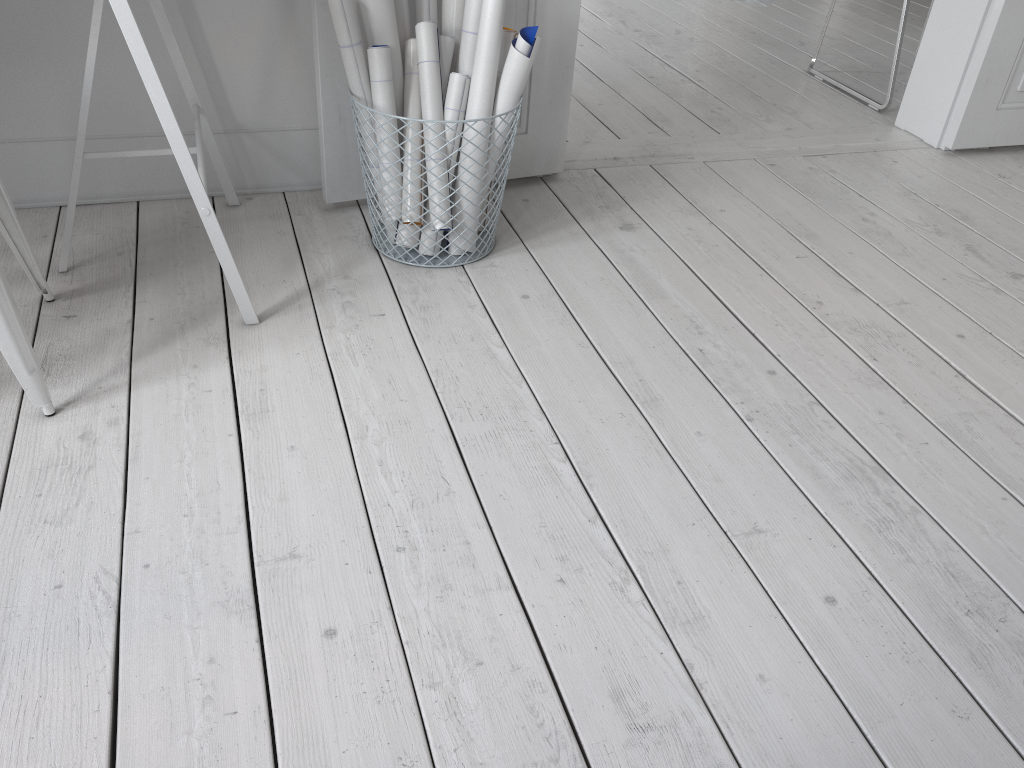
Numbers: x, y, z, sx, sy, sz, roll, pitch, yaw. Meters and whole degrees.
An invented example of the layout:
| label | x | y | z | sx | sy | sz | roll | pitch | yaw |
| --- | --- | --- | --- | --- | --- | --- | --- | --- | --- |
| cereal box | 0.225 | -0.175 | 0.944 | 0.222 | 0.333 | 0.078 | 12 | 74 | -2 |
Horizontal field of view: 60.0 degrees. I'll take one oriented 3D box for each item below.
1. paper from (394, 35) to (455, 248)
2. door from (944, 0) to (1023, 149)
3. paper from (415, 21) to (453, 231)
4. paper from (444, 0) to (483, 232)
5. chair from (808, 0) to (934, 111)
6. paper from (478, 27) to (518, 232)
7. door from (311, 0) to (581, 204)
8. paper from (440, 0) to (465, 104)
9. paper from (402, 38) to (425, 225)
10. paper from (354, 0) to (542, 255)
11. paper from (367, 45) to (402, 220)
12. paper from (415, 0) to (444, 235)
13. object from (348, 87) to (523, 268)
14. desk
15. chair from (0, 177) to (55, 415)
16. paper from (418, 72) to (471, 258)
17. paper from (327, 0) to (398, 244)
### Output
| label | x | y | z | sx | sy | sz | roll | pitch | yaw |
| --- | --- | --- | --- | --- | --- | --- | --- | --- | --- |
| paper | -0.195 | -0.535 | 1.976 | 0.054 | 0.431 | 0.253 | 14 | 36 | 12 |
| door | 1.771 | -1.734 | 2.231 | 0.666 | 2.322 | 0.034 | -8 | 37 | -16 |
| paper | -0.168 | -0.552 | 1.920 | 0.049 | 0.402 | 0.244 | -6 | 37 | -15 |
| paper | -0.105 | -0.614 | 2.007 | 0.060 | 0.552 | 0.153 | 20 | 38 | 20 |
| chair | 1.524 | -1.453 | 3.167 | 0.562 | 0.796 | 0.525 | -8 | 37 | -16 |
| paper | -0.053 | -0.575 | 2.041 | 0.057 | 0.464 | 0.123 | 32 | 44 | 33 |
| door | -0.092 | -1.462 | 1.639 | 0.678 | 2.322 | 0.034 | -13 | 39 | -24 |
| paper | -0.131 | -0.698 | 2.030 | 0.073 | 0.668 | 0.182 | 6 | 35 | 1 |
| paper | -0.214 | -0.548 | 1.941 | 0.047 | 0.357 | 0.240 | 1 | 36 | -5 |
| paper | -0.167 | -0.686 | 1.900 | 0.431 | 0.792 | 0.181 | 18 | 38 | 18 |
| paper | -0.269 | -0.535 | 1.908 | 0.047 | 0.360 | 0.129 | -15 | 40 | -25 |
| paper | -0.187 | -0.618 | 2.023 | 0.047 | 0.541 | 0.201 | -5 | 37 | -13 |
| object | -0.174 | -0.488 | 2.007 | 0.375 | 0.350 | 0.374 | -6 | 37 | -15 |
| desk | -1.113 | -0.523 | 1.584 | 1.163 | 0.775 | 0.642 | -8 | 37 | -16 |
| chair | -1.013 | -0.241 | 1.411 | 0.407 | 0.526 | 0.410 | -11 | 38 | -20 |
| paper | -0.142 | -0.497 | 1.986 | 0.078 | 0.388 | 0.234 | 10 | 36 | 8 |
| paper | -0.306 | -0.562 | 1.924 | 0.166 | 0.546 | 0.046 | 6 | 35 | 3 |
